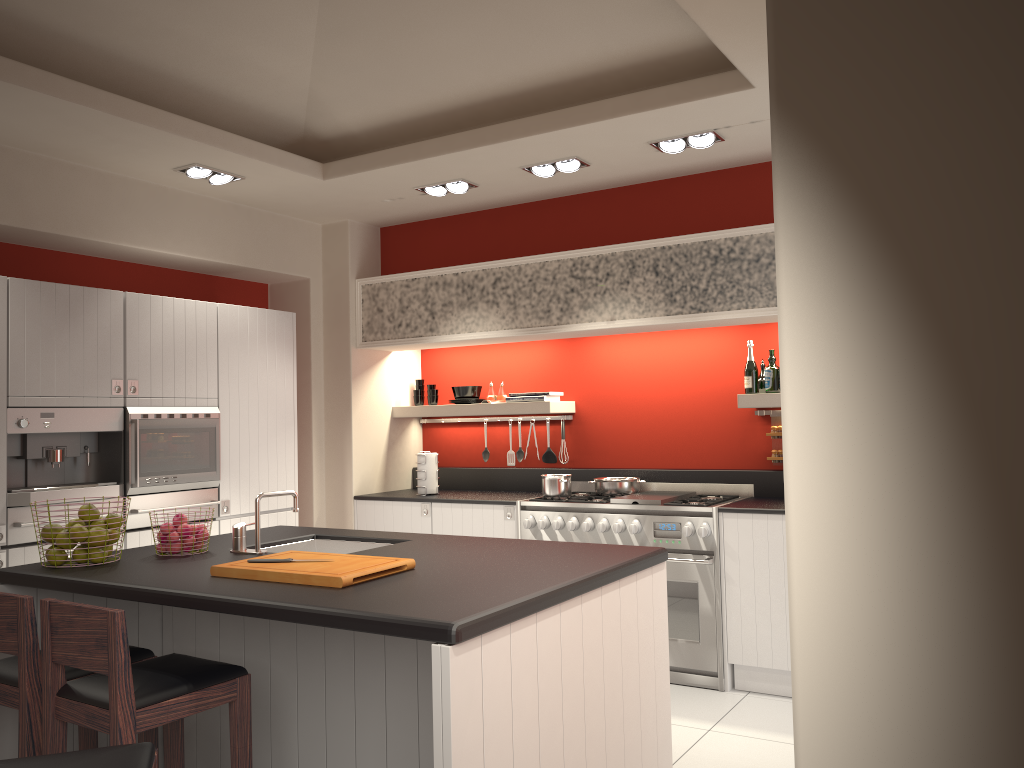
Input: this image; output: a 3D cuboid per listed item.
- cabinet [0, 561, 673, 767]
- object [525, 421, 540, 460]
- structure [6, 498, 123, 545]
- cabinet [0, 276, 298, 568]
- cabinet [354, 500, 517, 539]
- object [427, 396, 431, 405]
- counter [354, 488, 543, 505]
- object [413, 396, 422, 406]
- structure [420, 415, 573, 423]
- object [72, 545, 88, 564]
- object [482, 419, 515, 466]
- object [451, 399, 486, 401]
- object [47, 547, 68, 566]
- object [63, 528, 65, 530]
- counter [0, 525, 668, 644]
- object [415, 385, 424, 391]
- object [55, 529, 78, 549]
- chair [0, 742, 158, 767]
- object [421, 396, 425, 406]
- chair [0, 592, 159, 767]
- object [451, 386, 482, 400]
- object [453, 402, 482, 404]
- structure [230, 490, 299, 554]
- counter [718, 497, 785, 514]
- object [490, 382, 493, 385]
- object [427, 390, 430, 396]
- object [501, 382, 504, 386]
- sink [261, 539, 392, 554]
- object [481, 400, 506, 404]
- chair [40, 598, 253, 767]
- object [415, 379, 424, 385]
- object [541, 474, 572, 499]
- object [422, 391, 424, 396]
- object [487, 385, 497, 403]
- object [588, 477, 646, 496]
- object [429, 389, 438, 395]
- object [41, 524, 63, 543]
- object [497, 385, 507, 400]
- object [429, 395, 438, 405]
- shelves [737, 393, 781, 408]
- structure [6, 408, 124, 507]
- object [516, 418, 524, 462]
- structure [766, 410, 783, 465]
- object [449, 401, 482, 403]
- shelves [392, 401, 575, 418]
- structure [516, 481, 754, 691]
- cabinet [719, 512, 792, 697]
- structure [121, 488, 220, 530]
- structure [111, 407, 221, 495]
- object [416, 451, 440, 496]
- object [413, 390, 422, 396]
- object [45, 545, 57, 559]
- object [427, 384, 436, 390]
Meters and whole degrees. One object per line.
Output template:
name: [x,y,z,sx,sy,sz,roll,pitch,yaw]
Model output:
cabinet: [-0.639,1.201,3.270,2.034,1.011,1.423,-3,-3,31]
object: [0.144,0.408,6.478,0.124,0.297,0.009,-3,-3,31]
structure: [-2.235,0.684,4.469,0.129,0.177,0.617,-3,-3,31]
cabinet: [-2.366,0.637,4.920,0.716,2.251,2.557,-3,-3,31]
cabinet: [-0.356,1.299,6.243,1.361,0.993,0.687,-3,-3,31]
object: [-0.619,0.131,6.845,0.070,0.076,0.070,-1,-3,2]
counter: [-0.366,0.790,6.263,1.360,0.026,0.699,-3,-3,31]
object: [-0.712,0.128,6.719,0.070,0.076,0.070,-1,-3,2]
structure: [-0.140,0.267,6.680,1.355,0.034,0.054,-3,-3,31]
object: [-1.584,0.628,3.269,0.068,0.068,0.068,-4,-3,42]
object: [-0.104,0.437,6.622,0.287,0.351,0.022,-3,-3,32]
object: [-0.336,0.126,6.641,0.280,0.016,0.280,-3,-3,30]
object: [-1.653,0.627,3.224,0.068,0.068,0.068,-4,-3,42]
object: [-1.694,0.581,3.366,0.076,0.077,0.076,-1,-2,-4]
counter: [-0.646,0.669,3.291,2.054,0.050,1.415,-3,-3,31]
object: [-0.717,0.048,6.907,0.070,0.076,0.070,-1,-3,2]
object: [-1.645,0.577,3.279,0.076,0.077,0.076,-1,-2,-4]
chair: [-1.025,1.111,1.921,0.474,1.008,0.383,-1,-3,-18]
object: [-0.714,0.136,6.903,0.070,0.076,0.070,-1,-3,2]
chair: [-1.505,1.164,2.964,0.383,1.008,0.474,-3,-3,31]
object: [-0.337,0.074,6.644,0.232,0.108,0.232,-1,-2,-17]
object: [-0.336,0.147,6.640,0.280,0.016,0.280,-3,-3,30]
structure: [-0.993,0.553,3.546,0.183,0.249,0.224,-3,-3,31]
counter: [1.907,0.680,4.885,1.360,0.026,0.699,-3,-3,31]
object: [-0.150,-0.002,6.461,0.023,0.031,0.024,-1,-3,-17]
object: [-0.620,0.087,6.847,0.070,0.076,0.070,-1,-3,2]
object: [-0.071,-0.001,6.506,0.026,0.032,0.023,-2,-3,14]
sink: [-0.781,0.812,3.655,0.567,0.258,0.516,-3,-3,31]
object: [-0.109,0.130,6.477,0.183,0.027,0.160,0,-3,-30]
chair: [-1.112,1.145,2.725,0.383,1.008,0.474,-3,-3,33]
object: [-0.718,0.004,6.909,0.070,0.076,0.070,-1,-3,2]
object: [0.286,0.657,5.683,0.201,0.148,0.201,-2,-3,24]
object: [-0.715,0.092,6.905,0.070,0.076,0.070,-1,-3,2]
object: [-0.148,0.074,6.457,0.076,0.131,0.076,-1,-3,-16]
object: [0.690,0.672,5.816,0.309,0.105,0.309,0,-3,-31]
object: [-0.591,0.081,6.705,0.070,0.076,0.070,-1,-3,2]
object: [-1.712,0.558,3.303,0.077,0.068,0.076,-2,-3,25]
object: [-0.071,0.074,6.502,0.077,0.134,0.076,-2,-3,15]
object: [-0.590,0.125,6.703,0.070,0.076,0.070,-1,-3,2]
shelves: [2.051,0.080,5.166,1.379,0.083,0.376,-3,-3,31]
structure: [-2.376,0.362,4.565,0.453,0.470,0.623,-3,-3,31]
object: [0.059,0.415,6.527,0.067,0.324,0.022,-3,-3,30]
structure: [1.712,0.332,5.470,0.256,0.347,0.130,-3,-3,31]
object: [-0.336,0.142,6.641,0.280,0.016,0.280,-3,-3,30]
shelves: [-0.232,0.191,6.550,1.379,0.083,0.376,-3,-3,31]
structure: [0.756,1.187,5.516,1.322,1.085,0.777,-3,-3,31]
cabinet: [1.922,1.189,4.862,1.361,0.993,0.687,-3,-3,31]
structure: [-1.908,0.698,5.007,0.129,0.177,0.617,-3,-3,31]
structure: [-1.987,0.369,5.061,0.332,0.473,0.610,-3,-3,31]
object: [-0.601,0.631,6.288,0.168,0.304,0.163,0,-3,-30]
object: [-0.713,0.084,6.721,0.070,0.076,0.070,-1,-3,2]
object: [-1.698,0.632,3.299,0.068,0.068,0.068,-4,-3,42]
object: [-0.621,0.043,6.849,0.070,0.076,0.070,-1,-3,2]
